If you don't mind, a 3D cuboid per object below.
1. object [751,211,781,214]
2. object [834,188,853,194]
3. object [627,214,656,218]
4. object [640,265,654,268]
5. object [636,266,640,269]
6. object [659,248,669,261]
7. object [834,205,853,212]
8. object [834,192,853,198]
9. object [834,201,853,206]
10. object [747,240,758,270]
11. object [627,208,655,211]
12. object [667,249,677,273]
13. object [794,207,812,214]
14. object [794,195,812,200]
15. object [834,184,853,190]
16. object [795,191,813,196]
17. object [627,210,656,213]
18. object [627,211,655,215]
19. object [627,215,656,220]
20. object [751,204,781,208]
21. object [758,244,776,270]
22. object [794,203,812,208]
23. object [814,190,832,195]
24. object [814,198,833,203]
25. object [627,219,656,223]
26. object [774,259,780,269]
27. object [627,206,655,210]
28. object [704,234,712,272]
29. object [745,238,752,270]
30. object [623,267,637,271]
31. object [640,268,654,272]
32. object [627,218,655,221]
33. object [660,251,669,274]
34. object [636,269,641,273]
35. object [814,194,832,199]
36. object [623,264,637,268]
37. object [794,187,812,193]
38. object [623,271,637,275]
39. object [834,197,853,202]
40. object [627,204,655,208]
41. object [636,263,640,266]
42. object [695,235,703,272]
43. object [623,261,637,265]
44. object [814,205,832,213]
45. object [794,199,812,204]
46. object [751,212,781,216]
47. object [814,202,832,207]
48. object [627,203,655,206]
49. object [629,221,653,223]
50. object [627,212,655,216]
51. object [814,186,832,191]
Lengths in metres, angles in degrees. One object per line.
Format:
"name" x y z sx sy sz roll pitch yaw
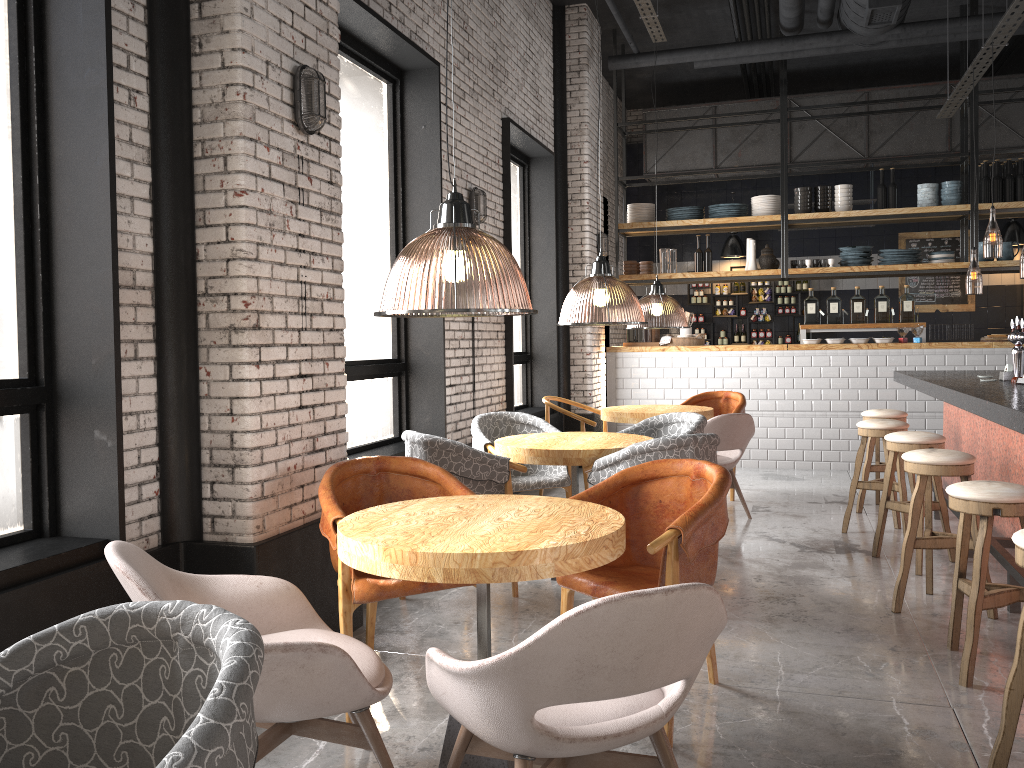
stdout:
"object" 2.906 -1.944 10.136 0.335 0.037 0.335 -2 3 -16
"object" 3.696 -2.116 9.889 0.196 0.100 0.196 0 3 13
"object" 1.540 -1.982 10.562 0.334 0.042 0.335 -2 3 -22
"object" 1.603 -1.394 10.588 0.157 0.053 0.168 0 3 22
"object" 1.490 -1.399 10.736 0.157 0.053 0.168 0 3 17
"object" 1.832 -1.449 10.551 0.179 0.313 0.126 -2 2 -40
"object" 3.699 -1.939 9.890 0.196 0.105 0.196 -1 2 -5
"object" 3.696 -2.072 9.893 0.196 0.103 0.196 1 3 34
"object" 3.696 -1.983 9.891 0.196 0.104 0.196 -1 2 -7
"object" 2.745 -1.464 10.125 0.132 0.360 0.127 1 2 43
"object" 1.540 -2.055 10.560 0.335 0.035 0.335 -1 3 -7
"object" 1.876 -1.427 10.386 0.118 0.293 0.169 0 2 23
"object" 3.292 -1.939 10.023 0.196 0.102 0.196 1 3 30
"object" 3.291 -2.071 10.017 0.196 0.100 0.196 -2 3 -17
"object" 3.697 -2.160 9.890 0.196 0.103 0.196 -1 2 -5
"object" 3.294 -2.116 10.012 0.196 0.107 0.196 -3 3 -44
"object" 1.541 -2.036 10.560 0.335 0.038 0.335 1 3 38
"object" 1.540 -2.017 10.562 0.335 0.043 0.334 -3 3 -33
"object" 1.541 -1.963 10.564 0.335 0.044 0.334 -2 3 -16
"object" 2.904 -2.018 10.135 0.334 0.039 0.335 0 3 25
"object" 2.905 -1.440 10.089 0.196 0.305 0.196 -2 2 -35
"object" 3.290 -1.983 10.021 0.196 0.104 0.196 -2 3 -19
"object" 3.491 -2.116 9.952 0.196 0.102 0.196 0 3 11
"object" 3.494 -2.028 9.951 0.196 0.107 0.196 -1 3 -11
"object" 1.542 -1.924 10.565 0.335 0.042 0.334 -3 3 -34
"object" 2.996 -1.402 10.272 0.203 0.212 0.203 -2 3 -35
"object" 1.539 -2.075 10.560 0.334 0.040 0.335 -1 3 7
"object" 2.319 -1.530 10.489 0.098 0.471 0.098 -1 2 -5
"object" 2.756 -1.488 10.278 0.126 0.394 0.126 -2 2 -33
"object" 1.400 -1.350 10.498 0.157 0.053 0.168 0 3 17
"object" 1.603 -1.358 10.589 0.157 0.053 0.168 0 3 22
"object" 1.541 -1.943 10.563 0.334 0.039 0.335 -1 3 5
"object" 1.781 -1.411 10.304 0.106 0.264 0.152 1 3 45
"object" 1.491 -1.363 10.737 0.157 0.053 0.168 0 3 17
"object" 3.492 -2.071 9.953 0.196 0.102 0.196 0 3 28
"object" 1.400 -1.386 10.497 0.157 0.053 0.168 0 3 17
"object" 3.287 -2.160 10.017 0.196 0.105 0.196 1 3 39
"object" 1.401 -1.305 10.499 0.157 0.053 0.168 0 3 17
"object" 3.697 -2.027 9.889 0.196 0.104 0.196 -3 3 -37
"object" 1.539 -2.095 10.560 0.335 0.042 0.335 0 3 14
"object" 1.490 -1.440 10.734 0.157 0.053 0.168 0 3 17
"object" 2.216 -1.530 10.521 0.098 0.471 0.098 -1 2 -5
"object" 1.399 -1.428 10.496 0.157 0.053 0.168 0 3 17
"object" 3.495 -1.939 9.961 0.196 0.104 0.196 -3 3 -36
"object" 3.291 -2.027 10.020 0.196 0.102 0.196 -3 3 -44
"object" 2.907 -1.925 10.139 0.335 0.045 0.334 -1 3 -2
"object" 3.494 -1.983 9.958 0.196 0.101 0.196 1 3 37
"object" 1.540 -2.114 10.559 0.334 0.039 0.335 0 3 8
"object" 1.542 -1.903 10.564 0.335 0.033 0.335 -3 3 -34
"object" 1.540 -2.001 10.562 0.335 0.038 0.335 2 4 42
"object" 3.492 -2.160 9.954 0.196 0.103 0.196 -1 2 -7
